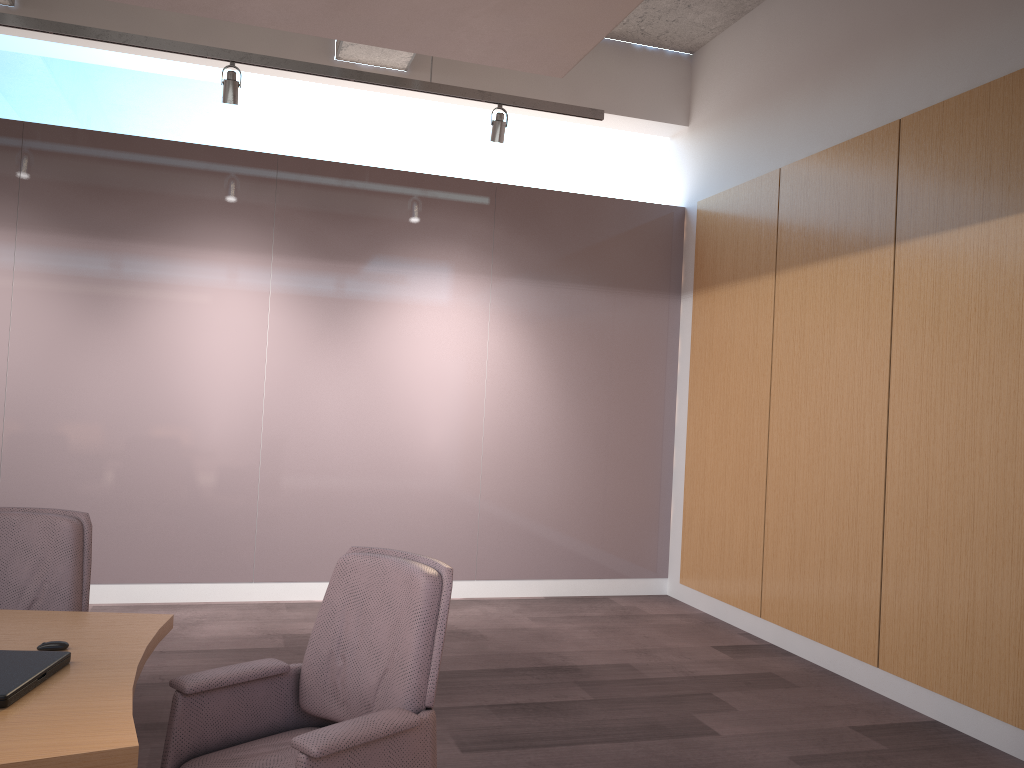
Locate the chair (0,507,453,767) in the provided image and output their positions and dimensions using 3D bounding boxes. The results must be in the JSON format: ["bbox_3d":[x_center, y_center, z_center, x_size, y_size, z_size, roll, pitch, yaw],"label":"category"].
[{"bbox_3d":[-4.756,0.701,0.863,9.673,0.948,3.001,3,-2,-17],"label":"chair"}]

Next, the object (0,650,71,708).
[{"bbox_3d":[-1.131,0.628,1.907,0.231,0.026,0.325,3,-1,-5],"label":"object"}]

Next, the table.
[{"bbox_3d":[-4.658,0.809,0.884,8.000,0.748,1.885,3,-2,-17],"label":"table"}]

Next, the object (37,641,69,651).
[{"bbox_3d":[-1.122,0.639,2.167,0.070,0.019,0.039,4,-2,-24],"label":"object"}]

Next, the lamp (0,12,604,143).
[{"bbox_3d":[-4.215,-2.395,0.999,12.467,1.321,5.699,3,-2,-17],"label":"lamp"}]
